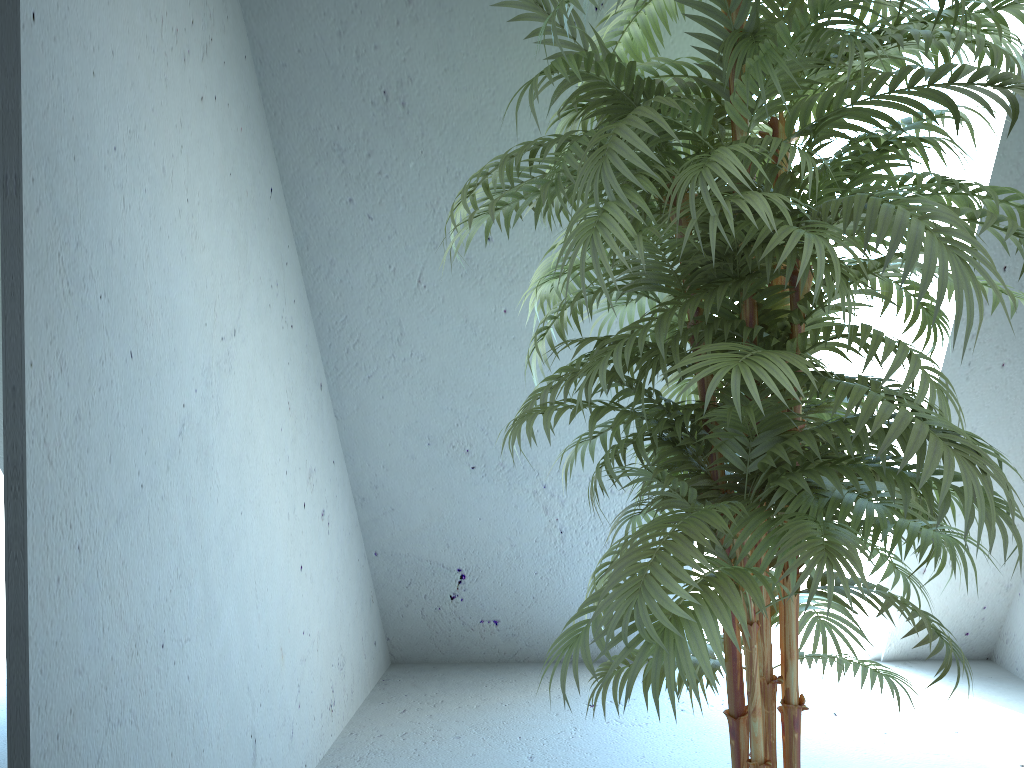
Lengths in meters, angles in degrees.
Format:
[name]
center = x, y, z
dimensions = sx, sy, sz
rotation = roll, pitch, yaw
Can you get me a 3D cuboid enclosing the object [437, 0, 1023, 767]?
[object]
center = 0.406, -0.019, 1.512
dimensions = 0.980, 2.034, 1.020
rotation = 0, -2, -37
